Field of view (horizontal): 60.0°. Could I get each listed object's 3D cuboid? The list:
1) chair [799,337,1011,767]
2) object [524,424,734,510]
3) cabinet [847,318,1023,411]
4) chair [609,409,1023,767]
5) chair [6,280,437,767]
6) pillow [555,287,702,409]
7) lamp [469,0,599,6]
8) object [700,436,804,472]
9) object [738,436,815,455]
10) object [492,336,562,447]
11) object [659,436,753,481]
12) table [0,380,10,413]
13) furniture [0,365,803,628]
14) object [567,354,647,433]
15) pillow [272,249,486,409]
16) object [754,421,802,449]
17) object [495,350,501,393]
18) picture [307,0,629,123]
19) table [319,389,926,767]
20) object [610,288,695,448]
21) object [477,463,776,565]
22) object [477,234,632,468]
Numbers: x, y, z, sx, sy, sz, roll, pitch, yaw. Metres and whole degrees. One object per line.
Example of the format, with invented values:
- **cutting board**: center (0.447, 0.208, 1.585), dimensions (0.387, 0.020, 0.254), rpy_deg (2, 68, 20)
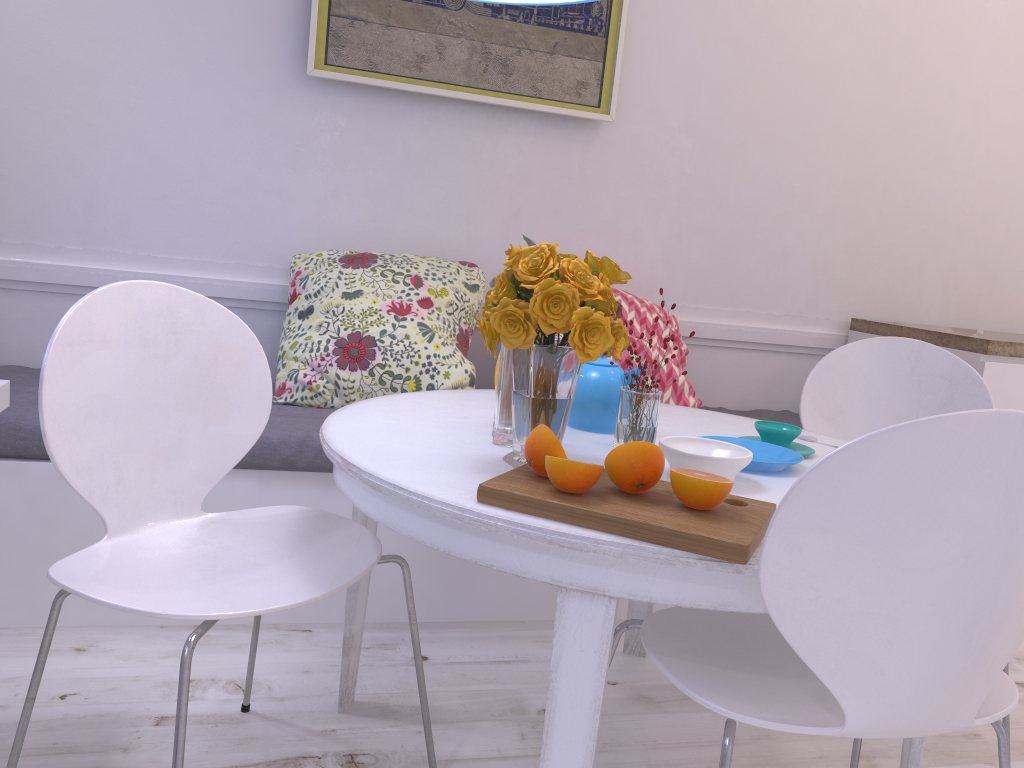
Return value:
- **chair**: center (0.854, 0.324, 2.051), dimensions (0.604, 0.845, 0.483), rpy_deg (9, 9, 19)
- **object**: center (0.140, 0.110, 1.153), dimensions (0.285, 0.075, 0.129), rpy_deg (9, 9, 20)
- **cabinet**: center (1.782, 0.259, 3.144), dimensions (1.036, 0.842, 0.654), rpy_deg (4, 9, -16)
- **chair**: center (0.424, 0.402, 1.229), dimensions (0.604, 0.845, 0.483), rpy_deg (4, 9, -16)
- **chair**: center (-0.440, 0.286, 1.385), dimensions (0.483, 0.845, 0.604), rpy_deg (11, 10, 29)
- **pillow**: center (0.288, -0.112, 2.777), dimensions (0.587, 0.424, 0.491), rpy_deg (4, 9, -13)
- **lamp**: center (0.048, -1.638, 1.258), dimensions (0.568, 1.948, 0.568), rpy_deg (9, 9, 18)
- **object**: center (0.413, 0.126, 1.569), dimensions (0.196, 0.023, 0.196), rpy_deg (1, 10, -28)
- **object**: center (0.506, 0.121, 1.707), dimensions (0.147, 0.011, 0.147), rpy_deg (4, 9, -14)
- **object**: center (0.026, 0.011, 1.511), dimensions (0.122, 0.186, 0.101), rpy_deg (8, 9, 14)
- **object**: center (0.304, 0.124, 1.406), dimensions (0.147, 0.052, 0.147), rpy_deg (10, 9, 26)
- **table**: center (-1.117, 0.404, 0.871), dimensions (0.736, 0.619, 1.514), rpy_deg (4, 9, -16)
- **furniture**: center (-0.344, 0.296, 2.520), dimensions (3.296, 0.508, 0.769), rpy_deg (4, 9, -16)
- **object**: center (0.162, 0.009, 1.733), dimensions (0.150, 0.151, 0.156), rpy_deg (4, 9, -13)
- **pillow**: center (-0.368, -0.159, 2.590), dimensions (0.592, 0.447, 0.509), rpy_deg (4, 9, -11)
- **object**: center (0.508, 0.101, 1.704), dimensions (0.088, 0.043, 0.088), rpy_deg (5, 9, -9)
- **object**: center (0.027, -0.046, 1.613), dimensions (0.116, 0.267, 0.094), rpy_deg (8, 9, 10)
- **picture**: center (-0.104, -1.186, 2.690), dimensions (0.971, 0.629, 0.020), rpy_deg (4, 9, -16)
- **table**: center (0.203, 0.424, 1.643), dimensions (1.140, 0.629, 1.140), rpy_deg (8, 9, 12)
- **object**: center (0.239, -0.027, 1.573), dimensions (0.128, 0.287, 0.128), rpy_deg (4, 9, -14)
- **object**: center (0.156, 0.158, 1.175), dimensions (0.347, 0.024, 0.224), rpy_deg (10, 9, 23)
- **object**: center (0.067, -0.045, 1.353), dimensions (0.234, 0.351, 0.235), rpy_deg (13, 11, 38)
